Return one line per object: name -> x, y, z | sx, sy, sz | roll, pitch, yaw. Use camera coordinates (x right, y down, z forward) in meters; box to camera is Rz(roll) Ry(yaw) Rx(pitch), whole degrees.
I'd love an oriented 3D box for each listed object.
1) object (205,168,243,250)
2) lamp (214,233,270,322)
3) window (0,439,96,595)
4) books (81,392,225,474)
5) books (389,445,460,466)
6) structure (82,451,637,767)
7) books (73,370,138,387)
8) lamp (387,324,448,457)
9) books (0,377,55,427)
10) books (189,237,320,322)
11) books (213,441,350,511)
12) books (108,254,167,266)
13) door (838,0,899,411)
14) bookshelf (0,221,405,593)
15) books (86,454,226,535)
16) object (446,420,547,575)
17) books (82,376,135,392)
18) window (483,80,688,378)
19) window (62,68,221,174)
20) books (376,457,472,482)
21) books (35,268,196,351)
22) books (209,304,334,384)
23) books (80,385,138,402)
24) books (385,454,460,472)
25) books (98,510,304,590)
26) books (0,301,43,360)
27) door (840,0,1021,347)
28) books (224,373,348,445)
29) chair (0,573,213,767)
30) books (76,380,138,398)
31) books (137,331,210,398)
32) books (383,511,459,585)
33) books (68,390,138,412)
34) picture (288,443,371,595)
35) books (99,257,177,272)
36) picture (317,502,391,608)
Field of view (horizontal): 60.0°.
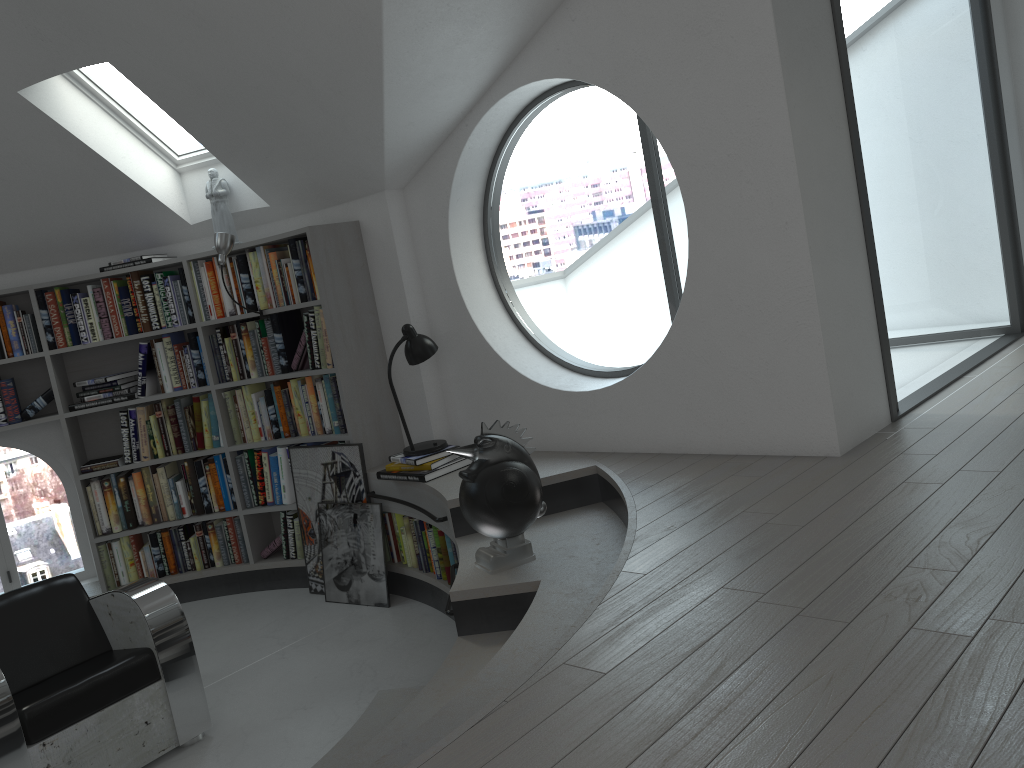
object -> -1.706, -1.024, 5.177 | 0.179, 0.471, 0.179 | -15, 7, -36
lamp -> -1.487, -0.590, 4.928 | 0.112, 0.524, 0.276 | -6, 8, 36
window -> -3.777, 1.082, 4.558 | 0.616, 1.147, 3.246 | -7, 8, 31
books -> -2.145, 0.269, 5.420 | 0.974, 0.351, 0.252 | -11, 6, -3
books -> -0.450, 0.361, 4.561 | 0.270, 0.031, 0.285 | -16, 9, -34
structure -> -1.782, 1.216, 3.385 | 4.709, 0.691, 4.725 | -11, 7, 0
books -> -2.479, -0.035, 5.435 | 0.285, 0.031, 0.270 | -7, 8, 25
lamp -> -0.485, 0.017, 4.547 | 0.323, 0.658, 0.233 | -14, 7, -29
books -> -2.922, 0.053, 5.251 | 0.400, 0.340, 0.224 | -14, 7, -25
books -> -1.402, -0.616, 5.131 | 1.012, 0.361, 0.294 | -7, 8, 27
books -> -1.239, 0.512, 5.265 | 1.182, 0.358, 0.305 | -7, 7, 26
books -> -2.270, -0.751, 5.387 | 0.247, 0.027, 0.234 | -8, 8, 18
door -> 1.099, -0.998, 4.148 | 1.050, 2.340, 0.080 | -5, 8, 45
bookshelf -> -2.899, 0.522, 4.277 | 2.106, 1.874, 4.352 | -4, 10, 45
books -> -2.158, 0.657, 5.466 | 0.872, 0.349, 0.273 | -11, 7, -4
object -> -0.048, 0.417, 3.450 | 0.320, 0.561, 0.321 | -9, 7, 18
books -> -2.473, -0.004, 5.438 | 0.226, 0.036, 0.214 | -10, 7, 5
window -> 0.411, -0.757, 4.412 | 1.469, 1.466, 0.104 | -4, 9, 45
window -> -3.227, -1.205, 4.098 | 1.930, 0.711, 4.073 | -3, 10, 45
books -> -0.438, 0.428, 4.568 | 0.387, 0.042, 0.367 | -3, 11, 45
books -> -2.353, -0.469, 5.352 | 0.969, 0.366, 0.307 | -11, 7, -2
books -> -1.322, -0.242, 5.164 | 1.050, 0.357, 0.281 | -6, 8, 30
books -> -2.461, 0.057, 5.444 | 0.286, 0.031, 0.270 | -12, 8, -10
books -> -0.444, 0.392, 4.564 | 0.304, 0.034, 0.287 | -5, 9, 35
books -> -1.813, 0.967, 5.455 | 1.496, 0.310, 0.361 | -10, 7, 7
books -> -3.459, -0.198, 4.887 | 1.572, 0.366, 0.393 | -17, 9, -39
door -> 2.358, -1.405, 5.414 | 1.049, 2.340, 0.080 | -7, 7, 30
books -> -1.242, 0.130, 5.206 | 1.019, 0.347, 0.277 | -6, 8, 30
chair -> -1.811, 1.199, 3.508 | 0.740, 0.717, 0.827 | -5, 9, 40
books -> -2.467, 0.027, 5.441 | 0.285, 0.031, 0.270 | -10, 8, 5
books -> -2.024, -0.143, 5.415 | 0.553, 0.350, 0.256 | -10, 6, 1
books -> -0.356, 0.819, 4.524 | 0.273, 0.297, 1.147 | -15, 8, -30
books -> -2.455, 0.089, 5.448 | 0.388, 0.042, 0.366 | -11, 8, -5
picture -> -0.994, 0.768, 4.978 | 0.577, 0.860, 0.091 | -6, 7, 35
books -> -2.265, -0.724, 5.390 | 0.336, 0.036, 0.318 | -10, 8, 8
picture -> -0.868, 0.926, 4.837 | 0.488, 0.553, 0.107 | -6, 8, 35
